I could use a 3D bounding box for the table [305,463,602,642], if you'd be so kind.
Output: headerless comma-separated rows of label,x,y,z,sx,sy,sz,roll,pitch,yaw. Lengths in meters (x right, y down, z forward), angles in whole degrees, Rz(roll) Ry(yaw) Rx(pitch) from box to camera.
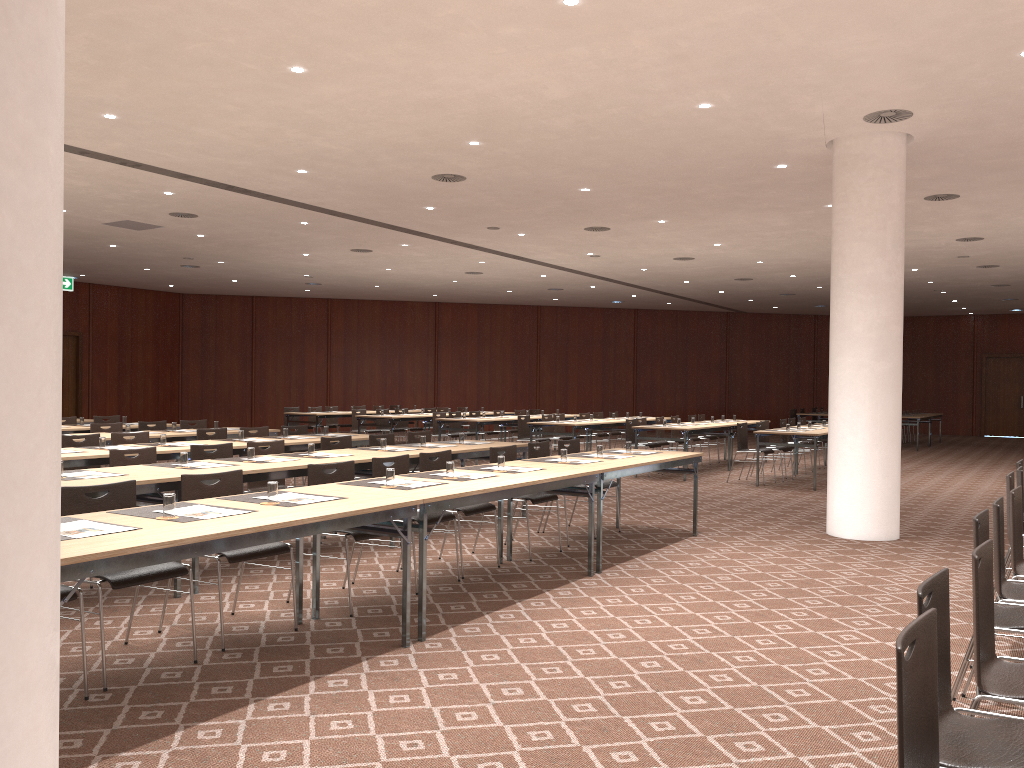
table,-0.305,1.072,6.244,0.953,0.833,2.267,1,0,32

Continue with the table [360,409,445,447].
table,-2.602,1.054,21.337,0.953,0.833,2.267,1,0,32

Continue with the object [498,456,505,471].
object,-0.081,0.599,6.679,0.054,0.114,0.054,1,0,-1

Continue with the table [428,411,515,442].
table,-0.911,1.076,20.270,0.953,0.833,2.267,1,0,32

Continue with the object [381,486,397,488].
object,-0.775,0.646,5.573,0.102,0.001,0.102,1,0,-1

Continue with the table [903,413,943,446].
table,11.306,1.244,24.638,0.953,0.833,2.267,1,0,32

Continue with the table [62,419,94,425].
table,-7.548,0.981,13.501,0.953,0.833,2.267,1,0,32

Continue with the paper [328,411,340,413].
paper,-3.957,0.616,19.488,0.565,0.003,0.460,1,0,36

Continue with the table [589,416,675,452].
table,2.472,1.119,18.135,0.953,0.833,2.267,1,0,32

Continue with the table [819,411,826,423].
table,9.615,1.222,25.705,0.953,0.833,2.267,1,0,32

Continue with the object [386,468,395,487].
object,-0.766,0.588,5.579,0.054,0.114,0.054,1,0,-1

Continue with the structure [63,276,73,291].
structure,-11.046,-2.473,21.704,0.105,0.346,0.587,1,0,32

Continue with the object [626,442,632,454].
object,1.132,0.616,8.602,0.054,0.114,0.054,1,0,-1

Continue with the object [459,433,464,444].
object,-0.550,0.595,9.656,0.054,0.114,0.054,1,0,-1

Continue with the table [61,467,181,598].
table,-3.207,1.032,5.392,0.953,0.833,2.267,1,0,32

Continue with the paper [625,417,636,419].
paper,2.445,0.697,18.202,0.398,0.006,0.283,1,0,34

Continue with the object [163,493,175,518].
object,-1.624,0.576,4.202,0.054,0.114,0.054,1,0,-24

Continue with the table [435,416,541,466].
table,-0.431,1.080,17.283,0.953,0.833,2.267,1,0,32

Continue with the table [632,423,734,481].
table,2.951,1.123,15.148,0.953,0.833,2.267,1,0,32

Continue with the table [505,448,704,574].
table,0.907,1.090,8.164,0.953,0.833,2.267,1,0,32

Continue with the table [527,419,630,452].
table,1.260,1.102,16.216,0.953,0.833,2.267,1,0,32

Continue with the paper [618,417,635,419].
paper,2.371,0.700,18.192,0.565,0.003,0.460,1,0,36

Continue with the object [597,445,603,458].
object,0.797,0.612,8.044,0.054,0.114,0.054,1,0,-1

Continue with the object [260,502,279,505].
object,-1.295,0.638,4.742,0.102,0.001,0.102,1,0,-1

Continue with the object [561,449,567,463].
object,0.438,0.606,7.492,0.054,0.114,0.054,1,0,-1

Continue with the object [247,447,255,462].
object,-2.116,0.572,7.192,0.054,0.114,0.054,1,0,-24

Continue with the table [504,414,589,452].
table,0.780,1.098,19.203,0.953,0.833,2.267,1,0,32

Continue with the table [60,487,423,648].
table,-1.516,1.054,4.325,0.953,0.833,2.267,1,0,32

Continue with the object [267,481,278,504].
object,-1.284,0.581,4.757,0.054,0.114,0.054,1,0,-24

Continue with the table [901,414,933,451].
table,10.094,1.226,22.718,0.953,0.833,2.267,1,0,32

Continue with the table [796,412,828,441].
table,8.403,1.204,23.786,0.953,0.833,2.267,1,0,32

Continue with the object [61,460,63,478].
object,-2.977,0.559,5.823,0.054,0.114,0.054,1,0,-24

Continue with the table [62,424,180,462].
table,-5.857,1.003,12.433,0.953,0.833,2.267,1,0,32

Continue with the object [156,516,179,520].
object,-1.631,0.633,4.196,0.102,0.001,0.102,1,0,-1

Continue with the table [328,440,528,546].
table,-0.784,1.068,9.231,0.953,0.833,2.267,1,0,32

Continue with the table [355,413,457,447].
table,-2.122,1.058,18.351,0.953,0.833,2.267,1,0,32

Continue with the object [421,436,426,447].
object,-0.911,0.589,9.108,0.054,0.114,0.054,1,0,-24

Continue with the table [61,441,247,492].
table,-3.687,1.029,8.379,0.953,0.833,2.267,1,0,32

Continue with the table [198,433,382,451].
table,-2.475,1.046,10.299,0.953,0.833,2.267,1,0,32

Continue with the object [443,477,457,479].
object,-0.428,0.651,6.131,0.102,0.001,0.102,1,0,-1

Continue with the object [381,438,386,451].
object,-1.242,0.585,8.565,0.054,0.114,0.054,1,0,-24

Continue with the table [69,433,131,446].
table,-5.378,1.007,9.447,0.953,0.833,2.267,1,0,32

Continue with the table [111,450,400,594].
table,-1.996,1.050,7.312,0.953,0.833,2.267,1,0,32

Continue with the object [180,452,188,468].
object,-2.454,0.567,6.637,0.054,0.114,0.054,1,0,-24

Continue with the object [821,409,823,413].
object,8.278,0.725,23.670,0.054,0.114,0.054,1,0,-1

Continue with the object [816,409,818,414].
object,7.950,0.720,23.118,0.054,0.114,0.054,1,0,-1

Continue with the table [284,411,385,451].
table,-3.813,1.036,19.418,0.953,0.833,2.267,1,0,32

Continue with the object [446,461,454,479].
object,-0.427,0.593,6.122,0.054,0.114,0.054,1,0,-1

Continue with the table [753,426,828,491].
table,4.642,1.145,14.081,0.953,0.833,2.267,1,0,32

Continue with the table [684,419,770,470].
table,4.163,1.141,17.068,0.953,0.833,2.267,1,0,32

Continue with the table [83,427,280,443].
table,-4.166,1.025,11.366,0.953,0.833,2.267,1,0,32

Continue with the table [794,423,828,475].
table,5.854,1.163,16.001,0.953,0.833,2.267,1,0,32
